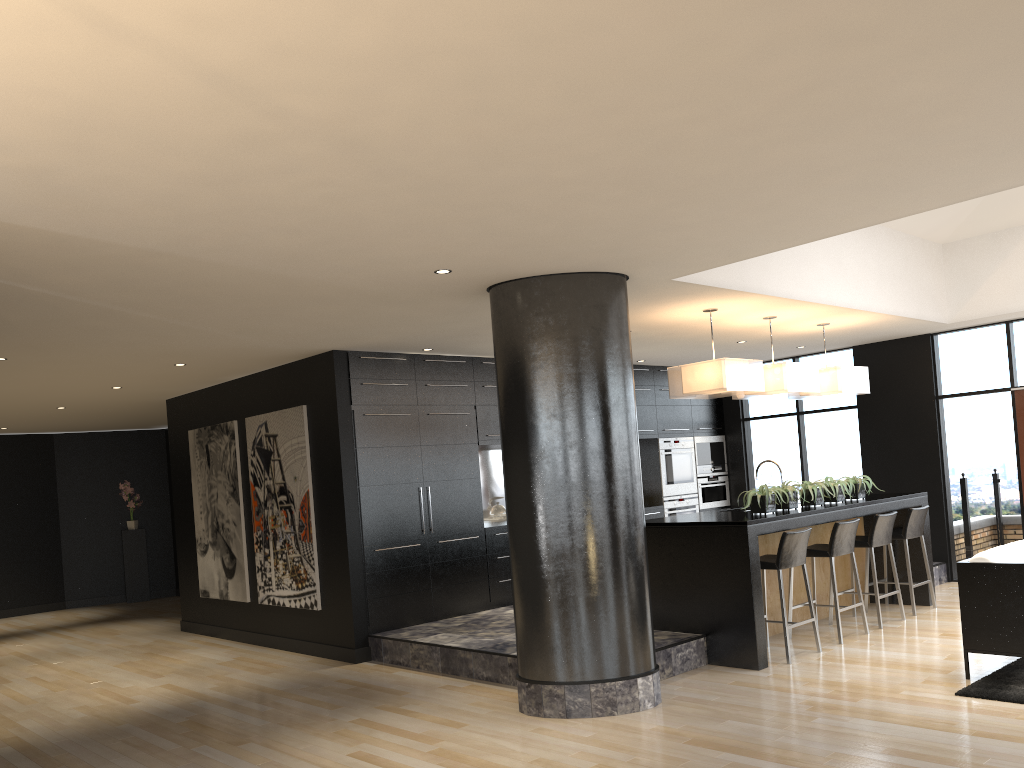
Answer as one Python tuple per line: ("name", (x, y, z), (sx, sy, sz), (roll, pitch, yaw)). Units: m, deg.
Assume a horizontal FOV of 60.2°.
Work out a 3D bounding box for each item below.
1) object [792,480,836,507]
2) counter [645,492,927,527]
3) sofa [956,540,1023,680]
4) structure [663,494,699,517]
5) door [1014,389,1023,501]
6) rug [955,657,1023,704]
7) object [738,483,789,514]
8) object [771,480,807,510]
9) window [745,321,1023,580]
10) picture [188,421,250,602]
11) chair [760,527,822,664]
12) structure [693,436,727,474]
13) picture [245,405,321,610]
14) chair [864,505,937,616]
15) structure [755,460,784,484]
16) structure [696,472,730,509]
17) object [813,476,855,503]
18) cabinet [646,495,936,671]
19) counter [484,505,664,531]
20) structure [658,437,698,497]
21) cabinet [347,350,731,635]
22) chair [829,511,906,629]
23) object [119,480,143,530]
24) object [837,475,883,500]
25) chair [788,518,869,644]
("object", (2.599, 0.930, 7.544), (0.406, 0.216, 0.400), (-3, -5, -18))
("counter", (2.417, 1.094, 7.782), (3.111, 0.032, 1.187), (1, -8, -43))
("sofa", (3.893, 1.448, 6.022), (2.029, 0.800, 0.843), (1, -6, -43))
("structure", (2.105, 1.734, 10.915), (0.700, 0.704, 0.086), (-1, -3, -43))
("door", (5.548, 0.997, 8.747), (0.095, 1.987, 0.902), (-4, -2, -43))
("rug", (4.612, 1.722, 5.381), (3.029, 0.011, 2.498), (1, -8, -42))
("object", (1.946, 0.912, 7.007), (0.406, 0.238, 0.400), (-3, -5, -18))
("object", (2.264, 0.916, 7.267), (0.397, 0.238, 0.409), (-3, -5, -18))
("window", (2.794, -0.884, 2.116), (10.176, 4.766, 15.894), (-8, -7, 33))
("picture", (-3.147, 1.382, 9.506), (0.076, 1.868, 1.161), (-4, -2, -43))
("chair", (2.008, 1.589, 6.728), (0.475, 0.961, 0.522), (-3, -2, -43))
("structure", (2.568, 0.910, 11.401), (0.675, 0.472, 0.027), (0, -3, -43))
("picture", (-2.195, 1.200, 8.475), (0.076, 1.868, 1.161), (-4, -2, -43))
("chair", (3.590, 1.625, 8.196), (0.475, 0.961, 0.522), (-3, -2, -43))
("structure", (2.223, 1.205, 7.997), (2.773, 1.014, 0.659), (1, -5, -43))
("structure", (2.603, 1.371, 11.397), (0.677, 0.443, 0.071), (0, -3, -43))
("object", (2.873, 0.926, 7.801), (0.406, 0.238, 0.400), (-3, -5, -18))
("cabinet", (2.458, 1.627, 7.777), (3.111, 1.034, 1.187), (1, -6, -43))
("counter", (0.538, 1.506, 9.958), (2.857, 0.033, 0.735), (1, -8, -43))
("structure", (2.050, 1.017, 10.923), (0.700, 0.704, 0.086), (-1, -3, -43))
("cabinet", (0.521, 1.050, 9.945), (5.720, 2.516, 0.732), (0, -4, -43))
("chair", (3.096, 1.613, 7.738), (0.475, 0.961, 0.522), (-3, -2, -43))
("object", (-6.041, 1.917, 14.010), (0.338, 0.785, 0.229), (-4, -1, -14))
("object", (3.118, 0.951, 8.106), (0.397, 0.216, 0.409), (-3, -5, -18))
("chair", (2.584, 1.602, 7.263), (0.475, 0.961, 0.522), (-3, -2, -43))
